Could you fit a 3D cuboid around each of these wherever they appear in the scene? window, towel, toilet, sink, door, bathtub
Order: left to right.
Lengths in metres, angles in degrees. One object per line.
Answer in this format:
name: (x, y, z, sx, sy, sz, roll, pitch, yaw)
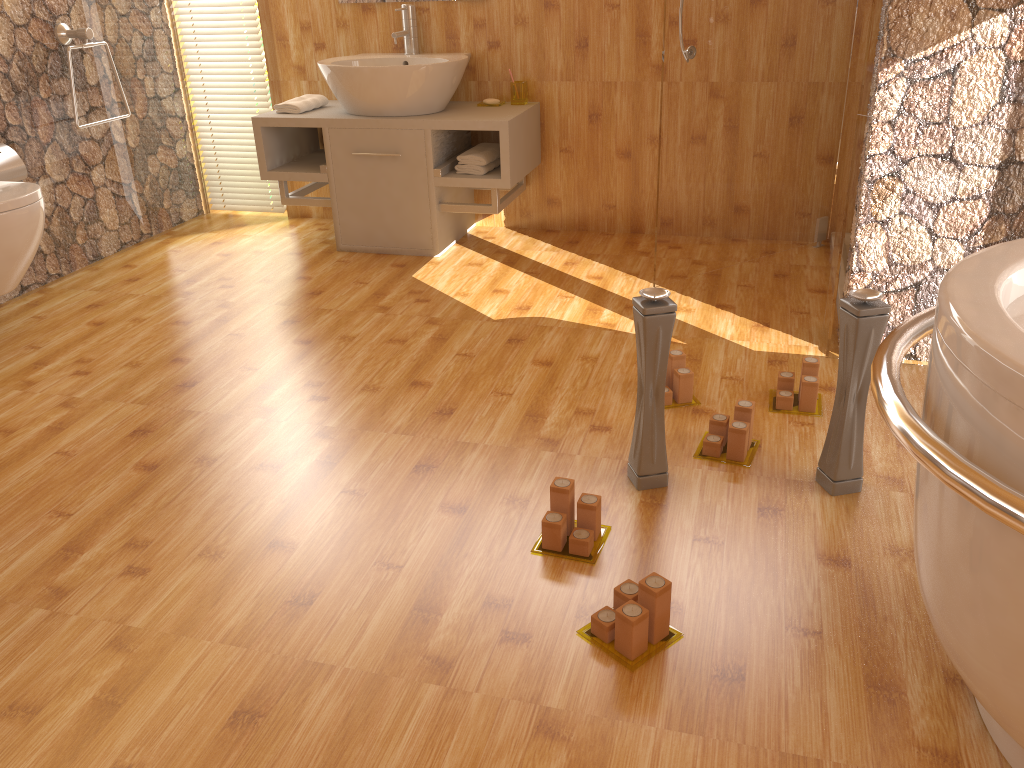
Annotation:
toilet: (-1.789, -0.466, 2.950, 0.507, 0.337, 0.371, 5, 27, 15)
towel: (-0.923, -1.229, 3.890, 0.140, 0.048, 0.225, 8, 27, 20)
sink: (-0.501, -1.361, 3.719, 0.634, 0.409, 0.533, 5, 27, 15)
towel: (-0.135, -0.931, 3.742, 0.140, 0.048, 0.225, 8, 27, 20)
towel: (-0.126, -0.968, 3.731, 0.140, 0.048, 0.225, 8, 27, 20)
window: (0.363, -1.757, 3.730, 3.964, 2.164, 0.010, 5, 27, 15)
door: (0.882, -1.468, 3.093, 0.983, 2.147, 0.077, -18, 30, -29)
bathtub: (1.463, 0.194, 1.081, 1.946, 0.900, 0.977, 7, 27, 18)

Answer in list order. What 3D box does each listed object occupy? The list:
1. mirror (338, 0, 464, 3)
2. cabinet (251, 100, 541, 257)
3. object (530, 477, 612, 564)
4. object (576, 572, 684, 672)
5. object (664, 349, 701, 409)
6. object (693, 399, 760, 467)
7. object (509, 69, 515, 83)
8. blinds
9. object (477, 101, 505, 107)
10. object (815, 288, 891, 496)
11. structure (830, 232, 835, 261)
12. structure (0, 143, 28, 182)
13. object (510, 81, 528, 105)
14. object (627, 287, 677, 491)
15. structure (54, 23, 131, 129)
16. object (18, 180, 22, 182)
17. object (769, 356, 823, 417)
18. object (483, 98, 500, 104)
mirror: (-0.443, -1.897, 3.742, 0.698, 0.523, 0.005, 5, 27, 15)
cabinet: (-0.485, -0.922, 3.937, 1.136, 0.570, 0.517, 5, 27, 15)
object: (0.128, 0.280, 1.896, 0.141, 0.131, 0.141, 7, 27, 19)
object: (0.217, 0.407, 1.623, 0.141, 0.131, 0.141, -22, 32, -35)
object: (0.443, -0.021, 2.500, 0.141, 0.131, 0.141, -7, 26, -10)
object: (0.544, 0.108, 2.223, 0.141, 0.131, 0.141, 9, 28, 23)
object: (0.009, -1.284, 3.804, 0.063, 0.132, 0.012, -25, 34, -39)
blinds: (-1.381, -1.870, 4.069, 0.420, 2.178, 0.042, 5, 27, 15)
object: (-0.090, -1.218, 3.853, 0.100, 0.010, 0.100, 5, 27, 15)
object: (0.758, 0.024, 1.981, 0.080, 0.478, 0.080, -7, 26, -11)
structure: (1.680, -0.373, 3.234, 0.955, 0.050, 1.000, 5, 27, 15)
structure: (-1.879, -0.798, 3.189, 0.154, 0.151, 0.170, 5, 27, 15)
object: (0.031, -1.256, 3.827, 0.060, 0.093, 0.060, 5, 27, 15)
object: (1.157, -0.952, 2.315, 2.276, 1.921, 0.347, -16, 29, -27)
structure: (-1.733, -1.259, 3.602, 0.133, 0.387, 0.332, 5, 27, 15)
object: (-1.852, -0.734, 3.219, 0.090, 0.151, 0.098, 5, 27, 15)
object: (0.786, -0.005, 2.440, 0.141, 0.131, 0.141, 5, 27, 15)
object: (-0.089, -1.226, 3.851, 0.075, 0.023, 0.050, -21, 31, -33)
